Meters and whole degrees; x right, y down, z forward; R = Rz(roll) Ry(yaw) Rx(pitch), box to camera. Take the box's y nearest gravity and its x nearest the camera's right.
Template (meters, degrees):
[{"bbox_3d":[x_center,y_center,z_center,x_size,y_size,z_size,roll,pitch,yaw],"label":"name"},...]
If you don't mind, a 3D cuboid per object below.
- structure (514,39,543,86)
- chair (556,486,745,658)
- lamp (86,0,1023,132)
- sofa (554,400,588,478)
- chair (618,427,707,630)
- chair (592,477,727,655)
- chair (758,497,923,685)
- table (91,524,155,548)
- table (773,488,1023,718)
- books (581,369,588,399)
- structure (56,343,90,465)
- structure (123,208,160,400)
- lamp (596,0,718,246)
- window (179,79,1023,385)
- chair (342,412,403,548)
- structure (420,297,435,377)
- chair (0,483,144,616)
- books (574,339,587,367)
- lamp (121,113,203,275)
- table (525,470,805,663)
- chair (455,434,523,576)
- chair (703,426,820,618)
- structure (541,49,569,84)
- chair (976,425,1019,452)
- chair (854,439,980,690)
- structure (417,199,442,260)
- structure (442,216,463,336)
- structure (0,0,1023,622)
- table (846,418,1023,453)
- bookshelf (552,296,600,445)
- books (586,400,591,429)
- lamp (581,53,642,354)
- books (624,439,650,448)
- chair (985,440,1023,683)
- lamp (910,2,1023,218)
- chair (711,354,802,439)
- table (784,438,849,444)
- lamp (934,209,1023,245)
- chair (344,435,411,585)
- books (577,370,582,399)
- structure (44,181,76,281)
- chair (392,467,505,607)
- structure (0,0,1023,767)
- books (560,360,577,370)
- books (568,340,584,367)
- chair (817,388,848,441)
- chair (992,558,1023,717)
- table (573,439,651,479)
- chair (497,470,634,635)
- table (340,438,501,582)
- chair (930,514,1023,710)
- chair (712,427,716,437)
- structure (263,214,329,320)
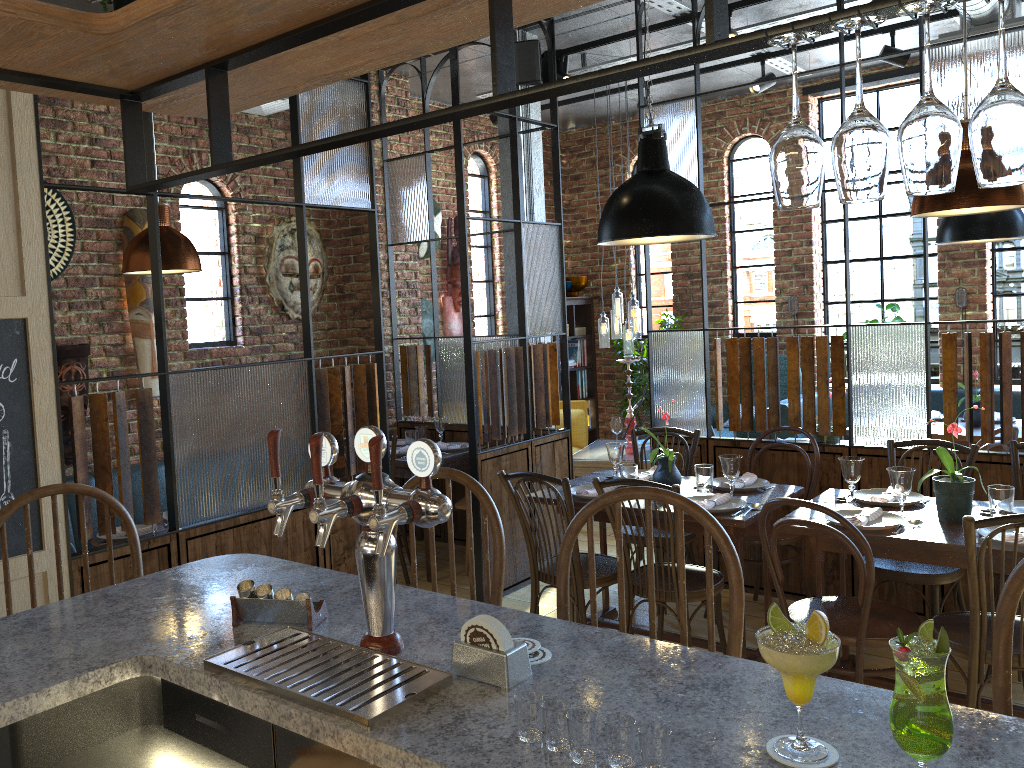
[{"bbox_3d":[0.095,-1.968,5.411,0.169,0.267,0.181,-2,4,11],"label":"structure"},{"bbox_3d":[0.234,0.834,1.805,0.454,1.193,0.395,-1,4,32],"label":"chair"},{"bbox_3d":[0.890,-1.745,2.789,7.565,0.273,5.988,1,6,38],"label":"lamp"},{"bbox_3d":[-0.020,0.619,6.964,0.817,0.761,1.932,-1,5,21],"label":"sofa"},{"bbox_3d":[0.755,0.708,4.509,0.419,0.913,0.504,-1,4,22],"label":"chair"},{"bbox_3d":[0.629,0.794,3.591,0.424,0.913,0.498,0,4,37],"label":"chair"},{"bbox_3d":[1.152,0.811,3.066,0.526,0.919,0.457,-5,4,-35],"label":"chair"},{"bbox_3d":[-1.554,1.015,4.257,0.779,0.602,0.711,0,5,38],"label":"table"},{"bbox_3d":[1.634,0.862,3.307,1.079,0.726,0.696,0,5,38],"label":"table"},{"bbox_3d":[0.519,0.167,8.333,0.199,0.574,0.562,0,5,36],"label":"books"},{"bbox_3d":[-2.390,0.114,4.763,0.167,0.654,0.249,0,4,38],"label":"structure"},{"bbox_3d":[-2.119,-0.464,5.133,0.098,1.118,0.221,0,4,37],"label":"structure"},{"bbox_3d":[0.613,-1.300,3.907,0.505,1.324,0.554,-6,4,-39],"label":"lamp"},{"bbox_3d":[2.162,-1.102,6.661,8.623,2.425,3.408,-3,4,6],"label":"window"},{"bbox_3d":[-1.058,0.669,6.107,0.421,0.919,0.572,-5,4,-30],"label":"chair"},{"bbox_3d":[-0.703,-0.365,6.978,0.109,0.638,0.351,0,4,38],"label":"structure"},{"bbox_3d":[-1.070,0.866,2.243,0.415,1.193,0.432,-6,5,-43],"label":"chair"},{"bbox_3d":[0.645,-0.300,8.507,0.186,0.257,0.076,0,4,38],"label":"books"},{"bbox_3d":[-1.683,-1.191,4.131,0.384,1.332,0.353,-1,4,30],"label":"lamp"},{"bbox_3d":[0.704,0.849,4.042,1.079,0.726,0.696,0,5,38],"label":"table"},{"bbox_3d":[-0.080,0.642,5.374,0.467,1.004,0.517,-1,4,24],"label":"chair"},{"bbox_3d":[1.241,0.696,4.351,0.526,0.919,0.457,-5,4,-35],"label":"chair"},{"bbox_3d":[0.271,-1.996,5.638,0.181,0.267,0.169,-4,4,-12],"label":"structure"},{"bbox_3d":[2.195,0.641,4.391,0.421,0.919,0.572,-5,4,-30],"label":"chair"},{"bbox_3d":[1.717,0.722,3.744,0.424,0.913,0.498,0,5,42],"label":"chair"},{"bbox_3d":[-0.720,-1.247,6.964,0.154,0.520,0.508,0,5,37],"label":"structure"},{"bbox_3d":[-0.490,-0.820,7.354,0.225,1.144,0.229,-3,3,-6],"label":"structure"},{"bbox_3d":[0.958,-0.321,2.372,6.046,3.320,5.843,-1,5,21],"label":"structure"},{"bbox_3d":[3.109,0.607,5.749,1.611,0.660,0.787,1,5,38],"label":"table"},{"bbox_3d":[0.520,0.020,8.324,0.332,1.665,0.780,0,4,37],"label":"bookshelf"},{"bbox_3d":[0.670,0.293,8.540,0.198,0.272,0.081,0,4,38],"label":"books"},{"bbox_3d":[0.686,-1.257,6.354,0.485,2.116,0.300,-4,4,-27],"label":"lamp"},{"bbox_3d":[1.002,0.449,6.677,0.263,0.028,0.167,-6,5,-27],"label":"books"},{"bbox_3d":[2.163,0.715,3.549,0.424,0.913,0.498,0,5,42],"label":"chair"},{"bbox_3d":[1.604,-1.281,3.120,0.375,1.332,0.362,-2,3,10],"label":"lamp"},{"bbox_3d":[1.819,0.334,7.195,0.993,1.095,0.840,-5,4,-28],"label":"chair"},{"bbox_3d":[1.779,0.725,4.821,0.785,0.726,0.717,0,5,38],"label":"table"},{"bbox_3d":[2.979,-1.573,5.609,0.507,1.324,0.552,-5,4,-35],"label":"lamp"},{"bbox_3d":[-0.821,0.723,5.323,0.408,0.913,0.519,-3,4,2],"label":"chair"},{"bbox_3d":[0.576,0.006,8.411,0.180,0.272,0.082,0,4,38],"label":"books"},{"bbox_3d":[-2.569,-0.801,4.573,0.083,0.618,0.633,-1,5,35],"label":"structure"},{"bbox_3d":[-0.252,0.827,2.190,0.456,1.193,0.394,0,4,42],"label":"chair"},{"bbox_3d":[-0.303,0.438,0.991,2.448,2.170,1.664,0,5,38],"label":"structure"},{"bbox_3d":[0.461,-0.179,8.248,0.187,0.080,0.257,1,6,38],"label":"books"},{"bbox_3d":[0.578,-0.290,8.435,0.170,0.258,0.118,0,4,38],"label":"books"},{"bbox_3d":[2.029,0.539,5.261,0.545,1.004,0.444,-2,3,10],"label":"chair"},{"bbox_3d":[0.880,0.839,1.333,0.395,1.193,0.454,-5,4,-33],"label":"chair"},{"bbox_3d":[0.905,0.736,6.530,0.777,0.507,0.905,-1,5,23],"label":"table"},{"bbox_3d":[0.259,0.794,3.825,0.424,0.913,0.498,0,5,42],"label":"chair"},{"bbox_3d":[-0.579,0.777,5.696,0.785,0.726,0.717,0,5,38],"label":"table"},{"bbox_3d":[1.580,0.808,2.825,0.414,0.913,0.511,-2,4,12],"label":"chair"},{"bbox_3d":[1.320,0.624,5.140,0.544,0.913,0.388,-1,4,33],"label":"chair"},{"bbox_3d":[-1.444,-0.795,6.021,0.133,0.725,0.563,0,5,37],"label":"structure"}]
